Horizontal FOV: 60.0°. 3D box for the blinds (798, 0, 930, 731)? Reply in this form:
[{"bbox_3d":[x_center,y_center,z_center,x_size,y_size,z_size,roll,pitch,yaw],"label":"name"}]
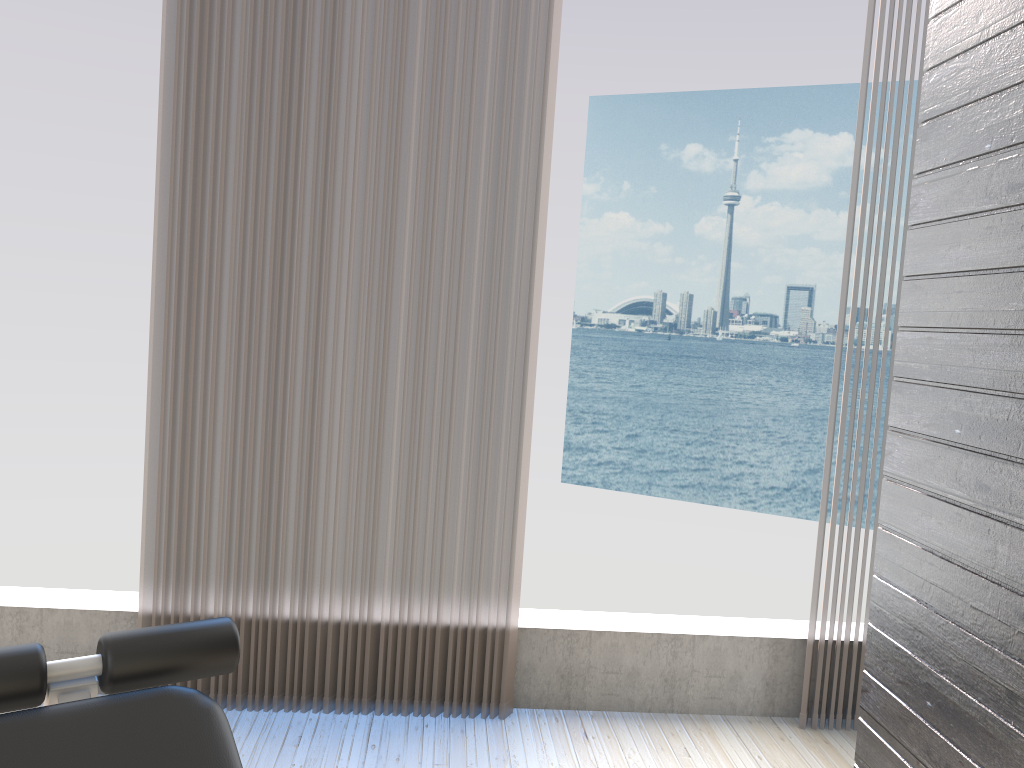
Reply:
[{"bbox_3d":[1.558,-0.248,2.764,1.133,2.744,0.069,4,4,-5],"label":"blinds"}]

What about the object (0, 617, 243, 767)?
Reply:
[{"bbox_3d":[-0.368,0.756,0.870,0.505,0.746,1.312,1,5,-35],"label":"object"}]

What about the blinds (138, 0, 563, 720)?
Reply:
[{"bbox_3d":[-0.465,-0.376,2.599,1.133,2.744,0.069,4,4,-5],"label":"blinds"}]
